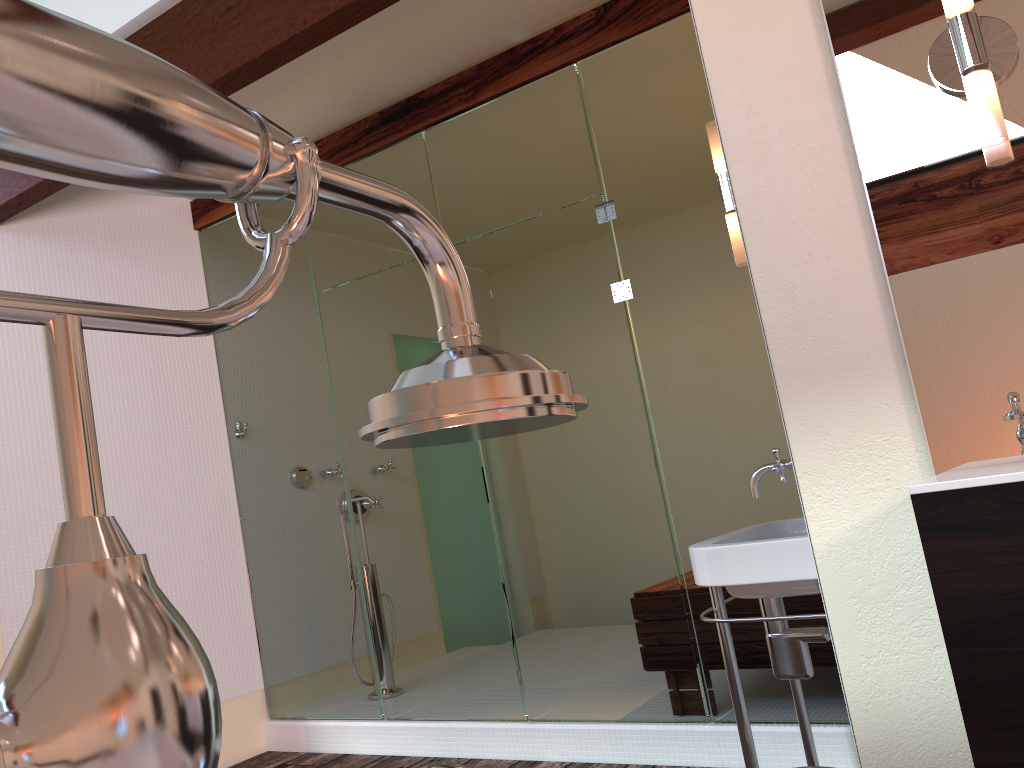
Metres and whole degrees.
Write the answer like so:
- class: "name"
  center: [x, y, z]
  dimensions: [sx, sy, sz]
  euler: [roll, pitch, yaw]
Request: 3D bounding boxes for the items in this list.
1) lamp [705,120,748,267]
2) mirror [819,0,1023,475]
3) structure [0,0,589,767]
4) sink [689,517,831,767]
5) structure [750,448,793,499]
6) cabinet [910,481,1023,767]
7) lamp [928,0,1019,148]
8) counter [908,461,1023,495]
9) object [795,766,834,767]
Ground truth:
- class: "lamp"
  center: [0.502, -0.476, 1.958]
  dimensions: [0.083, 0.364, 0.131]
  euler: [-13, -7, 32]
- class: "mirror"
  center: [1.892, -1.078, 0.727]
  dimensions: [3.248, 1.836, 0.011]
  euler: [-14, -8, 32]
- class: "structure"
  center: [-0.113, 0.494, 0.193]
  dimensions: [0.383, 1.115, 0.557]
  euler: [-3, -9, -43]
- class: "sink"
  center: [0.720, 0.761, 2.058]
  dimensions: [0.347, 0.782, 0.681]
  euler: [-14, -8, 32]
- class: "structure"
  center: [0.662, 0.221, 2.070]
  dimensions: [0.237, 0.122, 0.298]
  euler: [-14, -9, 32]
- class: "cabinet"
  center: [1.456, 0.418, 0.767]
  dimensions: [1.863, 0.919, 0.386]
  euler: [-14, -8, 32]
- class: "lamp"
  center: [0.731, -0.595, 1.414]
  dimensions: [0.132, 0.364, 0.083]
  euler: [-13, -7, 32]
- class: "counter"
  center: [1.387, 0.098, 0.778]
  dimensions: [1.863, 0.295, 0.442]
  euler: [-15, -9, 32]
- class: "object"
  center: [0.599, 1.015, 1.708]
  dimensions: [0.222, 0.305, 0.224]
  euler: [-9, -7, -3]
